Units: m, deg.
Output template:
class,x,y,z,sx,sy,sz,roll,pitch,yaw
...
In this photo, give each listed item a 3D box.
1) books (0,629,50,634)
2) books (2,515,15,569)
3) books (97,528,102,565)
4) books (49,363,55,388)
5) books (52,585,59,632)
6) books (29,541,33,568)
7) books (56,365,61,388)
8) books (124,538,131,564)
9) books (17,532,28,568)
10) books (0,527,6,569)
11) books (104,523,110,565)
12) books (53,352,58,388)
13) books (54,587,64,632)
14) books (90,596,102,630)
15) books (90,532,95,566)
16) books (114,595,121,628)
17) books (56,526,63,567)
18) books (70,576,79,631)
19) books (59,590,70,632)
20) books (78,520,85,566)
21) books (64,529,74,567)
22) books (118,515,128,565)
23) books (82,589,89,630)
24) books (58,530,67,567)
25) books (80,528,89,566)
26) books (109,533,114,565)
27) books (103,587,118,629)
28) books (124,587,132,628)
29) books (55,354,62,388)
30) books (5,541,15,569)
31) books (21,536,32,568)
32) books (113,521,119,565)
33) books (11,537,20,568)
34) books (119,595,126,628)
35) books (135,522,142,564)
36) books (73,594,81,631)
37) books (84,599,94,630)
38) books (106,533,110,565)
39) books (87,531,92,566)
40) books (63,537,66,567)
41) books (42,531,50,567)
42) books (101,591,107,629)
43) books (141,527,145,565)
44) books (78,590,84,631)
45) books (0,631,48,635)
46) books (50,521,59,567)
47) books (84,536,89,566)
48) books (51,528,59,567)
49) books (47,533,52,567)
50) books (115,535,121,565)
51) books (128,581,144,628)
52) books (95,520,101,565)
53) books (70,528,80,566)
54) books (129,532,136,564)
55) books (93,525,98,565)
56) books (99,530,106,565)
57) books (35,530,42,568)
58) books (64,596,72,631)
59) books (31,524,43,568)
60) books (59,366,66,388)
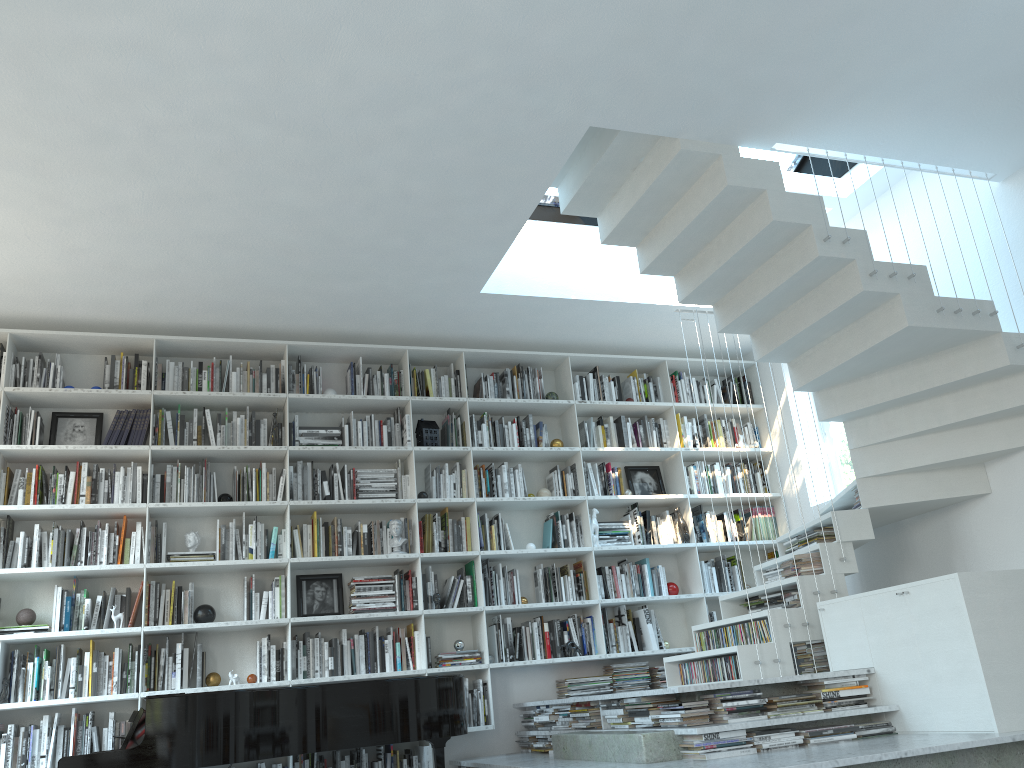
class,x,y,z,sx,sy,sz,roll,pitch,yaw
books,-2.832,1.444,5.154,0.254,0.012,0.161,3,-21,-22
books,-2.987,0.962,5.259,0.012,0.332,0.185,1,-21,-20
books,-2.528,1.024,5.438,0.011,0.251,0.140,1,-21,-20
books,-2.932,-0.006,5.663,0.021,0.213,0.174,1,-21,-20
books,-2.694,1.342,5.239,0.012,0.284,0.160,1,-21,-20
books,-2.872,1.049,5.317,0.021,0.187,0.129,1,-21,-20
books,-2.900,0.006,5.688,0.014,0.201,0.171,1,-21,-20
books,-2.372,1.058,5.474,0.030,0.182,0.152,1,-21,-20
books,-2.910,1.013,5.278,0.022,0.234,0.178,1,-21,-20
books,-3.003,0.994,5.244,0.027,0.265,0.176,1,-21,-20
books,-2.484,1.008,5.439,0.015,0.274,0.158,1,-21,-20
books,-2.930,-0.040,5.700,0.007,0.300,0.146,1,-21,-20
books,-2.676,1.348,5.243,0.024,0.272,0.151,1,-21,-20
books,-2.486,1.386,5.314,0.056,0.213,0.143,1,-21,-20
books,-2.557,1.033,5.418,0.013,0.227,0.152,1,-21,-20
books,-2.368,1.385,5.332,0.030,0.207,0.173,1,-21,-20
books,-2.732,1.007,5.363,0.011,0.270,0.158,1,-21,-20
books,-2.610,1.325,5.290,0.011,0.334,0.154,1,-21,-20
books,-2.652,1.360,5.256,0.031,0.254,0.144,1,-21,-20
books,-2.622,0.994,5.400,0.013,0.298,0.152,1,-21,-20
books,-2.680,1.019,5.368,0.023,0.241,0.185,1,-21,-20
books,-2.409,0.990,5.484,0.035,0.324,0.170,1,-21,-20
books,-2.540,1.360,5.280,0.011,0.249,0.172,1,-21,-20
books,-2.709,1.018,5.349,0.024,0.236,0.167,1,-21,-20
books,-2.607,1.018,5.407,0.021,0.255,0.156,1,-21,-20
books,-2.460,1.041,5.456,0.021,0.220,0.149,1,-21,-20
books,-2.416,1.364,5.331,0.060,0.254,0.159,1,-21,-20
books,-2.325,1.370,5.369,0.021,0.250,0.154,1,-21,-20
books,-2.923,-0.032,5.713,0.015,0.292,0.131,1,-21,-20
books,-2.959,1.036,5.248,0.037,0.181,0.189,1,-21,-20
books,-2.881,1.025,5.272,0.028,0.203,0.189,1,-21,-20
books,-2.448,1.009,5.478,0.015,0.291,0.144,1,-21,-20
books,-2.944,1.030,5.277,0.042,0.208,0.144,1,-21,-20
books,-2.345,1.388,5.351,0.027,0.209,0.144,1,-21,-20
books,-2.323,1.014,5.516,0.027,0.285,0.148,1,-21,-20
books,-2.587,1.376,5.285,0.030,0.230,0.148,1,-21,-20
books,-2.514,1.384,5.266,0.029,0.189,0.189,1,-21,-20
books,-2.473,1.040,5.446,0.012,0.216,0.160,1,-21,-20
books,-2.566,1.028,5.403,0.013,0.228,0.177,1,-21,-20
books,-2.700,1.043,5.373,0.010,0.203,0.139,1,-21,-20
books,-2.807,1.022,5.343,0.049,0.242,0.140,1,-21,-20
books,-2.454,1.374,5.329,0.013,0.241,0.142,1,-21,-20
books,-2.292,1.028,5.522,0.036,0.256,0.123,1,-21,-20
books,-2.561,1.367,5.291,0.022,0.248,0.129,1,-21,-20
books,-2.832,1.457,5.154,0.254,0.012,0.161,1,-21,-19
books,-2.760,0.993,5.347,0.011,0.292,0.184,1,-21,-20
books,-2.585,1.043,5.406,0.021,0.204,0.130,1,-21,-20
books,-2.741,1.012,5.338,0.021,0.246,0.189,1,-21,-20
books,-2.770,1.023,5.335,0.014,0.229,0.149,1,-21,-20
books,-2.426,1.046,5.455,0.013,0.202,0.162,1,-21,-20
books,-2.265,1.346,5.355,0.082,0.275,0.229,1,-21,-20
books,-2.542,1.001,5.448,0.011,0.303,0.130,1,-21,-20
books,-2.654,1.020,5.398,0.048,0.255,0.142,1,-21,-20
books,-2.346,1.041,5.491,0.031,0.222,0.145,1,-21,-20
books,-2.546,1.011,5.425,0.012,0.271,0.146,1,-21,-20
books,-2.512,1.033,5.452,0.028,0.241,0.132,1,-21,-20
books,-2.828,1.012,5.312,0.011,0.245,0.177,1,-21,-20
books,-2.612,1.372,5.232,0.029,0.207,0.190,1,-21,-20
books,-2.848,0.998,5.320,0.023,0.280,0.175,1,-21,-20
books,-2.891,0.006,5.702,0.013,0.209,0.137,1,-21,-20
